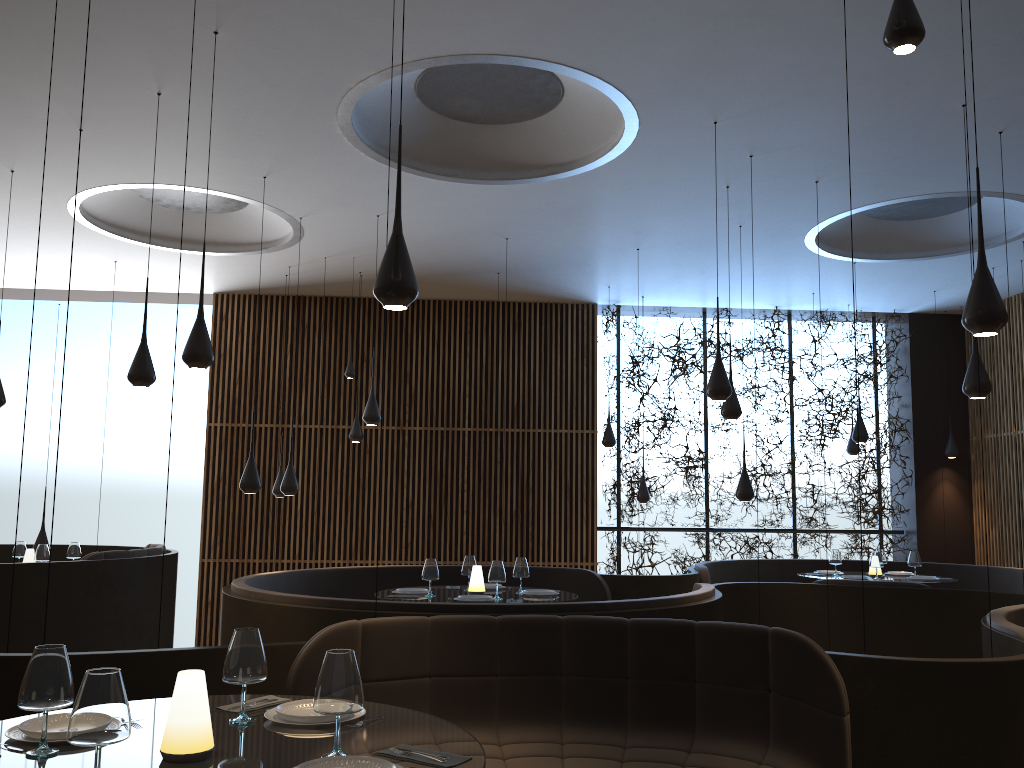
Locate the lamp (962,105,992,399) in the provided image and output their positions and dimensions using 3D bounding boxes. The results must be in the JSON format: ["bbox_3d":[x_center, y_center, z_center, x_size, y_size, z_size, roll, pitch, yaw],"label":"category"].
[{"bbox_3d":[3.392,-0.998,6.556,0.196,2.217,0.196,-3,-8,31],"label":"lamp"}]

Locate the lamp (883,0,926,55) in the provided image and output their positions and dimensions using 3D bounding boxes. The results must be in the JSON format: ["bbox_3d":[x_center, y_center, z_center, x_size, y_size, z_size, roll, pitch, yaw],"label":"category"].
[{"bbox_3d":[1.340,-1.879,3.089,0.133,1.504,0.133,2,-7,-8],"label":"lamp"}]

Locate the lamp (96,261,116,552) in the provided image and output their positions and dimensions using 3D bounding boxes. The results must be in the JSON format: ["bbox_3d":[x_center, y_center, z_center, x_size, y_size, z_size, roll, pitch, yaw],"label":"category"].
[{"bbox_3d":[-5.092,1.550,10.941,0.196,6.257,0.196,4,-7,-28],"label":"lamp"}]

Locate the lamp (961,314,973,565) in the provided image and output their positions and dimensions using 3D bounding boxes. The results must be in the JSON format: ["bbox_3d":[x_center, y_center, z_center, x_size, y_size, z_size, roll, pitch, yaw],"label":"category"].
[{"bbox_3d":[6.614,1.964,12.784,0.196,6.257,0.196,-2,-7,21],"label":"lamp"}]

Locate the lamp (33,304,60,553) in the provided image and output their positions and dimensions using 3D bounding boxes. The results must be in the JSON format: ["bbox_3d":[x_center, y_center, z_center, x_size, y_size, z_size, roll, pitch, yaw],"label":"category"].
[{"bbox_3d":[-5.370,0.522,10.309,0.196,2.952,0.196,-5,-9,41],"label":"lamp"}]

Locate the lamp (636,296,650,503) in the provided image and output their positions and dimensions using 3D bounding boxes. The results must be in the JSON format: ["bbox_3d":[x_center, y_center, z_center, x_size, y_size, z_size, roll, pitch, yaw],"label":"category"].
[{"bbox_3d":[1.862,0.206,12.607,0.196,2.952,0.196,-3,-8,31],"label":"lamp"}]

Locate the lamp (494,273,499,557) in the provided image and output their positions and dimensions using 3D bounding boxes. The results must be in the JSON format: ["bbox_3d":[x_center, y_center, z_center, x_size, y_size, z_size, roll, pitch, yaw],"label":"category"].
[{"bbox_3d":[-0.217,1.657,11.246,0.196,6.257,0.196,4,-7,-28],"label":"lamp"}]

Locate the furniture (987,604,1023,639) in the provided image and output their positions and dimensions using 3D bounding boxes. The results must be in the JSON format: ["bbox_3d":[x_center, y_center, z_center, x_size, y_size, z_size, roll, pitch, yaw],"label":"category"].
[{"bbox_3d":[3.439,1.944,5.385,0.901,1.044,2.536,-5,-10,38],"label":"furniture"}]

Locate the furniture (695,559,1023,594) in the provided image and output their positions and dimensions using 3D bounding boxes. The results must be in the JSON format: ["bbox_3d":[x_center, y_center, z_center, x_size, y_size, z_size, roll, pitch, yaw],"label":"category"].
[{"bbox_3d":[4.018,2.549,9.676,3.794,1.044,3.893,5,-9,-27],"label":"furniture"}]

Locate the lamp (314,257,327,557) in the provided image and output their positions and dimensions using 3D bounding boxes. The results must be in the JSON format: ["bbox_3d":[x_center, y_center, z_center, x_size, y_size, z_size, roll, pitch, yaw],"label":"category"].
[{"bbox_3d":[-2.351,1.542,10.629,0.196,6.257,0.196,-2,-7,24],"label":"lamp"}]

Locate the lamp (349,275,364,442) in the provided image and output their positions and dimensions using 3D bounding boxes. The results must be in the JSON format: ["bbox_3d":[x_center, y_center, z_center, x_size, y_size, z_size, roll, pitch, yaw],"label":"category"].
[{"bbox_3d":[-2.022,-0.343,11.696,0.196,2.217,0.196,-2,-7,21],"label":"lamp"}]

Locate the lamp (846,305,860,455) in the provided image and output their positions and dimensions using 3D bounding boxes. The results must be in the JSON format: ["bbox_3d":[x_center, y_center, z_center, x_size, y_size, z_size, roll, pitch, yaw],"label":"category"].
[{"bbox_3d":[4.968,-0.068,12.991,0.196,2.217,0.196,-2,-7,21],"label":"lamp"}]

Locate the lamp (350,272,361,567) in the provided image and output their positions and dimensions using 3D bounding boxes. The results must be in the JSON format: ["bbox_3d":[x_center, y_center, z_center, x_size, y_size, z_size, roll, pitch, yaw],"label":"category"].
[{"bbox_3d":[-2.037,1.641,11.305,0.196,6.257,0.196,0,-7,4],"label":"lamp"}]

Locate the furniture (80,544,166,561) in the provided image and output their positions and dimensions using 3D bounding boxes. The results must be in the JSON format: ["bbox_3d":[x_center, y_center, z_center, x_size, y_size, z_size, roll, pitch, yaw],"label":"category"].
[{"bbox_3d":[-4.232,2.270,9.434,0.931,1.057,2.539,2,-8,-8],"label":"furniture"}]

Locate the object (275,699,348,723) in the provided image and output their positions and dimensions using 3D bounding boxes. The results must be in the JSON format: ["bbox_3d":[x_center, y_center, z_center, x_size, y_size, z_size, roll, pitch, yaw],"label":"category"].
[{"bbox_3d":[-0.657,1.096,2.966,0.263,0.029,0.264,-5,-10,34],"label":"object"}]

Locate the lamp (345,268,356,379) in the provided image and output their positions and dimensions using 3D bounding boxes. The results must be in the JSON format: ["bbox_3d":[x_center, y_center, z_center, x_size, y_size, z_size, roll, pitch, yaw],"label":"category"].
[{"bbox_3d":[-1.967,-0.816,10.893,0.133,1.504,0.133,2,-7,-9],"label":"lamp"}]

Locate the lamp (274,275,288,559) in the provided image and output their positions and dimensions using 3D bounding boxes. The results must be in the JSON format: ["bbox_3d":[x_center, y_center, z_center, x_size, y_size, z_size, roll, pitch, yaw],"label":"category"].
[{"bbox_3d":[-3.056,1.655,11.494,0.196,6.257,0.196,0,-7,4],"label":"lamp"}]

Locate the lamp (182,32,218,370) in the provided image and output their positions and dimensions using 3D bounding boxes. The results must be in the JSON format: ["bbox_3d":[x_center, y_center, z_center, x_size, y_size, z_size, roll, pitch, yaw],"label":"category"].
[{"bbox_3d":[-1.950,-1.194,5.669,0.196,2.217,0.196,2,-7,-8],"label":"lamp"}]

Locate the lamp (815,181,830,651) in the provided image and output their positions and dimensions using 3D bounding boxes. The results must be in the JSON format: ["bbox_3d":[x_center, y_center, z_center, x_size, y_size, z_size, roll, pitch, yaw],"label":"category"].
[{"bbox_3d":[2.801,1.225,7.907,0.196,6.257,0.196,-3,-8,31],"label":"lamp"}]

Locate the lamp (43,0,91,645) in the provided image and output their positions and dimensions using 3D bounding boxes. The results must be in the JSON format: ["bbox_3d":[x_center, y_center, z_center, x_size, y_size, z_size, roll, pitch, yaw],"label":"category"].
[{"bbox_3d":[-2.100,0.616,4.056,0.196,6.257,0.196,3,-7,-18],"label":"lamp"}]

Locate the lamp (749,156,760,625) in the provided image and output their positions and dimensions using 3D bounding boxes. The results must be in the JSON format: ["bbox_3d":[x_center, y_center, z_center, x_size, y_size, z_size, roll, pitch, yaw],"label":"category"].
[{"bbox_3d":[2.033,1.133,7.331,0.196,6.257,0.196,-3,-8,31],"label":"lamp"}]

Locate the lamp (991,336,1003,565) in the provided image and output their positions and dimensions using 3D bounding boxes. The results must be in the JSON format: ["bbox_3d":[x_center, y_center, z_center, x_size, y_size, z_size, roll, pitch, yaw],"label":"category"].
[{"bbox_3d":[6.209,1.744,11.264,0.196,6.257,0.196,3,-7,-18],"label":"lamp"}]

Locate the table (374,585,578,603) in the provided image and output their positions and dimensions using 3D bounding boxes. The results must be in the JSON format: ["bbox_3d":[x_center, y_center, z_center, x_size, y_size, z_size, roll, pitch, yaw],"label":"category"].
[{"bbox_3d":[-0.299,2.243,7.267,1.672,1.021,1.678,0,-8,6],"label":"table"}]

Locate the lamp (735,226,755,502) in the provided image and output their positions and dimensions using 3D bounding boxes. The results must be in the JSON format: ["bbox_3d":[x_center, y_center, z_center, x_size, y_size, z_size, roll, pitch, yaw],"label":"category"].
[{"bbox_3d":[2.450,-0.238,9.414,0.196,2.952,0.196,2,-7,-8],"label":"lamp"}]

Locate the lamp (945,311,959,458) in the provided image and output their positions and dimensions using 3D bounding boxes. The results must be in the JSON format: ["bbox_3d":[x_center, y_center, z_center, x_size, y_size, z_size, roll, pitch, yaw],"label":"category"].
[{"bbox_3d":[6.553,-0.003,13.301,0.196,2.217,0.196,-2,-7,21],"label":"lamp"}]

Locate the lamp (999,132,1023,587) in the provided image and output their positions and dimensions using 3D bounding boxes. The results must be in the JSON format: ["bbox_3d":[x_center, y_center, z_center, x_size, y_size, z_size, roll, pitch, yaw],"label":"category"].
[{"bbox_3d":[3.897,1.081,6.791,0.196,6.257,0.196,-1,-7,11],"label":"lamp"}]

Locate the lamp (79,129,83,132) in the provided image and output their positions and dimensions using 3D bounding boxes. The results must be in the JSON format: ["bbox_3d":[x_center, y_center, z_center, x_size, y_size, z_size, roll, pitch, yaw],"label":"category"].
[{"bbox_3d":[-3.607,1.009,6.975,0.196,6.257,0.196,1,-7,1],"label":"lamp"}]

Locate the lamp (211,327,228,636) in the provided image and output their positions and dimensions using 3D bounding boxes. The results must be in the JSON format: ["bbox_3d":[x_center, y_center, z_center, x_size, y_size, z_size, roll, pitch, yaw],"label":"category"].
[{"bbox_3d":[-3.913,2.340,11.680,0.196,6.257,0.196,4,-7,-28],"label":"lamp"}]

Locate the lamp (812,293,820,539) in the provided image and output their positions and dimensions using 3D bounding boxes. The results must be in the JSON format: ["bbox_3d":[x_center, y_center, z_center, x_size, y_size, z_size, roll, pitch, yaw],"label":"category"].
[{"bbox_3d":[4.196,1.837,12.108,0.196,6.257,0.196,-2,-7,21],"label":"lamp"}]

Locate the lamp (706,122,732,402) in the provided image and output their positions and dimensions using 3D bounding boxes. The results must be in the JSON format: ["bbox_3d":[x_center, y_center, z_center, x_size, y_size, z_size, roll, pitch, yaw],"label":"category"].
[{"bbox_3d":[1.599,-0.972,6.909,0.196,2.217,0.196,-3,-8,31],"label":"lamp"}]

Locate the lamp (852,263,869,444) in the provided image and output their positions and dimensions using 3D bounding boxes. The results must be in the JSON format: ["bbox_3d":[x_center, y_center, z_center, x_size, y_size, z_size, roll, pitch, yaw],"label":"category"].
[{"bbox_3d":[4.207,-0.389,10.790,0.196,2.217,0.196,3,-7,-18],"label":"lamp"}]

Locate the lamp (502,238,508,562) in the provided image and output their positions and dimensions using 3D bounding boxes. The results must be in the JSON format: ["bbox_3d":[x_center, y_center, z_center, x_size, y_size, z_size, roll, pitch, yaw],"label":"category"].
[{"bbox_3d":[-0.098,1.450,9.769,0.196,6.257,0.196,-5,-9,41],"label":"lamp"}]

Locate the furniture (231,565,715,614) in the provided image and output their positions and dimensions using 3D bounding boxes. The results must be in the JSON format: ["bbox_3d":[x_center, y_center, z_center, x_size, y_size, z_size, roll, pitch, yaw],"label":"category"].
[{"bbox_3d":[-0.353,2.179,7.290,3.793,1.115,3.890,5,-9,-28],"label":"furniture"}]

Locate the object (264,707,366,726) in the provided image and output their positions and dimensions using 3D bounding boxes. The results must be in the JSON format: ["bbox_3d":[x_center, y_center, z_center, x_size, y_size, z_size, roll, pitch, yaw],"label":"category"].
[{"bbox_3d":[-0.657,1.105,2.965,0.332,0.014,0.332,-4,-9,30],"label":"object"}]

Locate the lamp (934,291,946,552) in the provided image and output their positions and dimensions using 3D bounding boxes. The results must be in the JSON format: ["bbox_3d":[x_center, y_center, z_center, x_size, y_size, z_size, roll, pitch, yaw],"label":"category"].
[{"bbox_3d":[5.797,1.827,11.885,0.196,6.257,0.196,-2,-7,21],"label":"lamp"}]

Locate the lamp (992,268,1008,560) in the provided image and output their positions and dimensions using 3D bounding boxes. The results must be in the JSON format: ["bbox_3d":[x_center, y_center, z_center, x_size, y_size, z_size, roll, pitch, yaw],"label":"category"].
[{"bbox_3d":[5.962,1.661,10.702,0.196,6.257,0.196,-1,-7,11],"label":"lamp"}]

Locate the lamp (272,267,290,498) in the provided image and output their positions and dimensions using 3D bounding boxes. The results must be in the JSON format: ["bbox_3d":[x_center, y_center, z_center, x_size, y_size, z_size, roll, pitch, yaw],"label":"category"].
[{"bbox_3d":[-2.887,-0.046,11.267,0.196,2.952,0.196,3,-7,-18],"label":"lamp"}]

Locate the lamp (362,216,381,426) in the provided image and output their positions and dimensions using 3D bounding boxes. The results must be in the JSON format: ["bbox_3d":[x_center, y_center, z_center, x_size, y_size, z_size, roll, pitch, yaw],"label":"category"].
[{"bbox_3d":[-1.432,-0.676,9.256,0.196,2.217,0.196,2,-7,-9],"label":"lamp"}]

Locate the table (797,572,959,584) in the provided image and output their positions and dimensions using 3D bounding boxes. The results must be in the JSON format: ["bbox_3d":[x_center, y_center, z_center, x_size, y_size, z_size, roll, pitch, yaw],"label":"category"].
[{"bbox_3d":[4.081,2.675,9.913,1.675,1.021,1.675,8,-10,-42],"label":"table"}]

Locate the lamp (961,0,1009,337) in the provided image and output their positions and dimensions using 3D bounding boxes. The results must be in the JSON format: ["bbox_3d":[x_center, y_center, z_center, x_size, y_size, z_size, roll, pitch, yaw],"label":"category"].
[{"bbox_3d":[2.231,-1.332,4.276,0.196,2.217,0.196,-3,-8,31],"label":"lamp"}]

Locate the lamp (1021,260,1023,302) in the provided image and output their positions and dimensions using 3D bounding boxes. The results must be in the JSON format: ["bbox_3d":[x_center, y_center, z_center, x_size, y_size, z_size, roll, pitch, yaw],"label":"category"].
[{"bbox_3d":[6.148,-0.027,10.561,0.196,2.952,0.196,3,-7,-18],"label":"lamp"}]

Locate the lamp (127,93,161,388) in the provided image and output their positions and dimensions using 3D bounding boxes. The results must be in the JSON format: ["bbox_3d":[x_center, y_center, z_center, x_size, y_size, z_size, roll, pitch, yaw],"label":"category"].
[{"bbox_3d":[-2.668,-1.077,6.537,0.196,2.217,0.196,1,-7,1],"label":"lamp"}]

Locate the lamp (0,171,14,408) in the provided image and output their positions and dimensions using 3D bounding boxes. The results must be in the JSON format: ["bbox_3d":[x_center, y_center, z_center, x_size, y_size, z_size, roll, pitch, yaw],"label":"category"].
[{"bbox_3d":[-4.668,-0.878,8.130,0.196,2.217,0.196,-3,-8,31],"label":"lamp"}]

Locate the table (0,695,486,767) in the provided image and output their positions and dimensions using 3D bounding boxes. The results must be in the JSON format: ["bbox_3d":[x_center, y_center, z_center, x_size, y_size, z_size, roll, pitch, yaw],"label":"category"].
[{"bbox_3d":[-0.917,1.550,2.423,1.673,1.021,1.676,-4,-9,31],"label":"table"}]

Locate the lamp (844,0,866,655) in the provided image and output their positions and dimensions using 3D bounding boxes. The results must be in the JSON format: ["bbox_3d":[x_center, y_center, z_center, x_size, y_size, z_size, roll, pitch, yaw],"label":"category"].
[{"bbox_3d":[1.776,0.731,4.510,0.196,6.257,0.196,-3,-8,31],"label":"lamp"}]

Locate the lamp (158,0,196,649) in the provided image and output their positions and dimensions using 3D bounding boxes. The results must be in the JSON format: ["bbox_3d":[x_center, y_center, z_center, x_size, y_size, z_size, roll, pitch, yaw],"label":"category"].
[{"bbox_3d":[-1.864,0.720,4.773,0.196,6.257,0.196,-2,-7,21],"label":"lamp"}]

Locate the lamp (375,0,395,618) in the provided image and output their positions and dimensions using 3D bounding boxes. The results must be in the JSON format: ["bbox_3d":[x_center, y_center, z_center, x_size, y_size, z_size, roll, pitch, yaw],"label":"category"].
[{"bbox_3d":[-0.726,0.743,4.826,0.196,6.257,0.196,-3,-8,31],"label":"lamp"}]

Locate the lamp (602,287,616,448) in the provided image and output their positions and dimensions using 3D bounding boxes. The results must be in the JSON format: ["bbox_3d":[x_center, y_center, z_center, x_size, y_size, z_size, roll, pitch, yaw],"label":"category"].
[{"bbox_3d":[1.327,-0.239,12.122,0.196,2.217,0.196,-3,-8,31],"label":"lamp"}]

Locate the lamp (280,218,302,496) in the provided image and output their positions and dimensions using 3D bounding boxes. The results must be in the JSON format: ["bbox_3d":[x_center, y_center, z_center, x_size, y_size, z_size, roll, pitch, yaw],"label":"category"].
[{"bbox_3d":[-2.280,-0.312,9.327,0.196,2.952,0.196,-5,-9,41],"label":"lamp"}]

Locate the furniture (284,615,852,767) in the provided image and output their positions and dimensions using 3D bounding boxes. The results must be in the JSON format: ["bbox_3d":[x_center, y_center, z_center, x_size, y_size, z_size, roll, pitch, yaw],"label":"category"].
[{"bbox_3d":[0.229,1.618,3.939,2.531,1.057,0.934,1,-7,2],"label":"furniture"}]

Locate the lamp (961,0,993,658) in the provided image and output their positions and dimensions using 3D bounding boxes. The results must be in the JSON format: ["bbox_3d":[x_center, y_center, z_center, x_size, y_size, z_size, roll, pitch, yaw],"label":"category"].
[{"bbox_3d":[2.603,0.792,4.868,0.196,6.257,0.196,-3,-8,31],"label":"lamp"}]

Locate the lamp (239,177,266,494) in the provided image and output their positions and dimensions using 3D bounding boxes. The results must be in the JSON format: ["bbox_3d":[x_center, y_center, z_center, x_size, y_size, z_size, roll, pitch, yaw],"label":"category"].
[{"bbox_3d":[-2.343,-0.477,8.165,0.196,2.952,0.196,6,-8,-38],"label":"lamp"}]

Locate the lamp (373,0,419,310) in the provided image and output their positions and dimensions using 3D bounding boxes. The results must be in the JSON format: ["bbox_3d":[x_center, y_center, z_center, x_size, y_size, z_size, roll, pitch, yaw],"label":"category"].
[{"bbox_3d":[-0.481,-1.425,3.896,0.196,2.217,0.196,-5,-9,41],"label":"lamp"}]

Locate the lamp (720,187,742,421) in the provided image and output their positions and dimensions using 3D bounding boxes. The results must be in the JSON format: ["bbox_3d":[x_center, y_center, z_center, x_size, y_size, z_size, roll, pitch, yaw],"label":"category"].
[{"bbox_3d":[2.034,-0.767,8.290,0.196,2.217,0.196,-3,-8,31],"label":"lamp"}]

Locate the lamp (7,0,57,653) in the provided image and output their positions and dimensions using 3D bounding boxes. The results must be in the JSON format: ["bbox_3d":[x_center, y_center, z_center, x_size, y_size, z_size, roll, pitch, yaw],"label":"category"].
[{"bbox_3d":[-2.505,0.672,4.492,0.196,6.257,0.196,3,-7,-18],"label":"lamp"}]

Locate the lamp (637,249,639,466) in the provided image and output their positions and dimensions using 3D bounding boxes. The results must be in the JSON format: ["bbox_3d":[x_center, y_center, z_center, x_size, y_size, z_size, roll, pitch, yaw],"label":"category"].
[{"bbox_3d":[1.448,1.519,10.114,0.196,6.257,0.196,-5,-9,41],"label":"lamp"}]

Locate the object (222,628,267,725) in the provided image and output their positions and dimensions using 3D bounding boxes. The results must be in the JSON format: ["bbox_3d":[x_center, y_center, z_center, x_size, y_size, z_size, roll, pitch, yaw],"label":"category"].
[{"bbox_3d":[-0.878,0.957,2.913,0.142,0.294,0.142,1,-7,-4],"label":"object"}]
